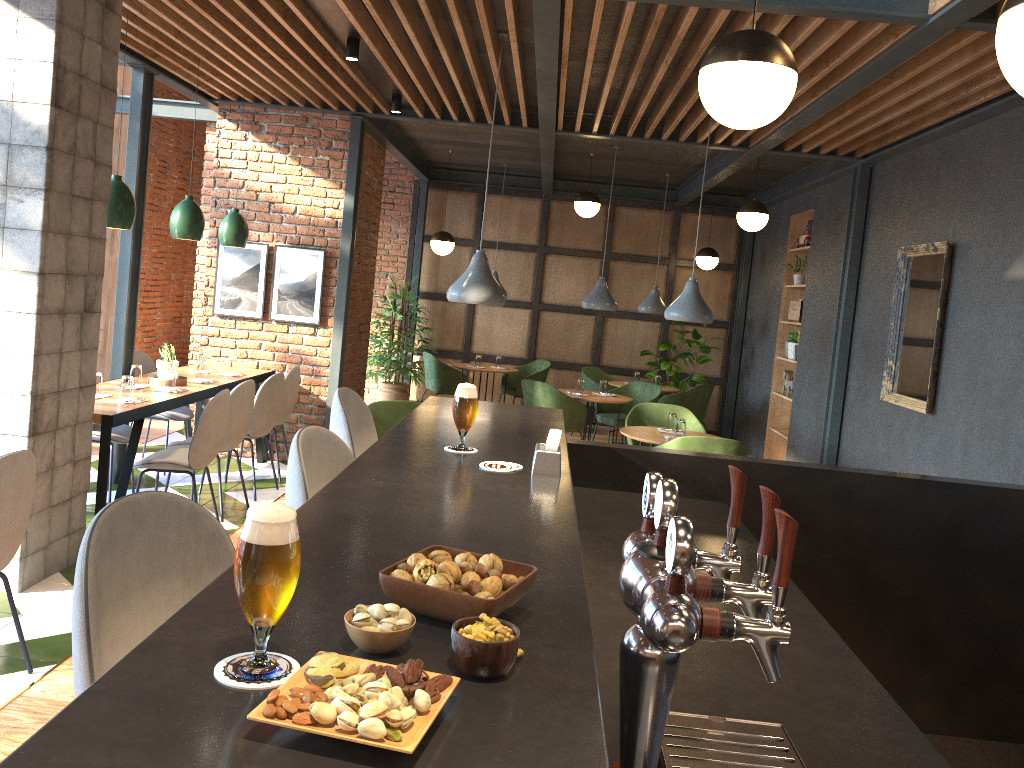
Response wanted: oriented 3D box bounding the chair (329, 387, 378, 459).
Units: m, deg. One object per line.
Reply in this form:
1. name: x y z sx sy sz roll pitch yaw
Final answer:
1. chair: -0.394 0.650 2.969 0.508 1.240 0.419 6 3 2

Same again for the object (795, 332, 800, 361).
1. object: 2.915 -0.400 8.880 0.144 0.349 0.144 7 4 19

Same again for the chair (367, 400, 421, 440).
1. chair: -0.676 0.550 5.715 0.638 0.816 0.517 3 5 -33

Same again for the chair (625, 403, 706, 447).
1. chair: 1.189 0.592 7.047 0.638 0.816 0.516 6 4 2

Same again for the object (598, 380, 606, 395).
1. object: 0.892 0.033 8.725 0.080 0.138 0.080 9 5 39

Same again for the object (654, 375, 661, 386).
1. object: 1.644 -0.028 10.013 0.080 0.138 0.080 6 4 9

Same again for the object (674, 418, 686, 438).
1. object: 1.196 0.316 6.288 0.080 0.138 0.080 3 5 -36

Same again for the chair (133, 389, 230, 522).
1. chair: -1.944 0.448 5.176 0.507 0.885 0.419 5 4 -2

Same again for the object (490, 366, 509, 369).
1. object: -0.138 -0.197 10.610 0.157 0.019 0.244 2 7 -32

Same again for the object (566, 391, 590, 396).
1. object: 0.627 0.091 8.556 0.157 0.019 0.244 2 7 -33

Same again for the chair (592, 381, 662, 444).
1. chair: 1.165 0.387 8.994 0.514 0.816 0.641 2 5 -38

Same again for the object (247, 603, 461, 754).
1. object: -0.136 0.300 0.934 0.164 0.052 0.292 7 6 10

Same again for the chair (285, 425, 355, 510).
1. chair: -0.323 0.743 2.139 0.508 1.240 0.419 6 4 8

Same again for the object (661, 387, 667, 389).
1. object: 1.638 0.041 9.985 0.242 0.019 0.158 0 8 -43

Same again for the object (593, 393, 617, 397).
1. object: 0.917 0.102 8.724 0.157 0.019 0.244 2 7 -33

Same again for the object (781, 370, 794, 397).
1. object: 2.894 -0.003 9.172 0.150 0.257 0.523 6 5 1

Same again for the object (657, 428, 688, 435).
1. object: 1.204 0.351 6.602 0.242 0.019 0.158 6 6 1

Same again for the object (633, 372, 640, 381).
1. object: 1.438 -0.069 10.212 0.080 0.138 0.080 4 4 -20

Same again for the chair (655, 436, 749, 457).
1. chair: 1.221 0.717 5.884 0.638 0.816 0.517 5 4 -3

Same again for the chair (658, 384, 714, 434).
1. chair: 1.896 0.373 9.808 0.517 0.816 0.638 9 5 38

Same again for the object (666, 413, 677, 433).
1. object: 1.189 0.286 6.575 0.080 0.138 0.080 3 5 -36

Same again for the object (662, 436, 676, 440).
1. object: 1.177 0.383 6.268 0.242 0.019 0.158 6 6 1

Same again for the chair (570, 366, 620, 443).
1. chair: 1.085 0.229 10.435 0.516 0.816 0.638 8 5 33

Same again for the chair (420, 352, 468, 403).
1. chair: -0.796 0.053 10.375 0.514 0.816 0.641 4 5 -23

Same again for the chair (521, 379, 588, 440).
1. chair: 0.366 0.377 8.344 0.514 0.816 0.641 2 6 -43

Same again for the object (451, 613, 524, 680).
1. object: -0.029 0.297 1.022 0.078 0.060 0.108 6 5 10

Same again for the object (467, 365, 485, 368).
1. object: -0.430 -0.208 10.447 0.157 0.019 0.244 2 7 -32

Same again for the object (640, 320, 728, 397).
1. object: 2.050 -0.200 10.745 1.058 1.790 0.723 6 4 12

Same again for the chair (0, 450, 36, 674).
1. chair: -2.015 0.651 3.161 0.508 0.885 0.419 6 4 8

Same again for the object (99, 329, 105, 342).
1. object: -4.439 -0.422 8.216 0.861 1.493 0.899 7 4 21

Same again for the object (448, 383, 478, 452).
1. object: -0.127 0.086 2.362 0.070 0.177 0.070 6 4 5

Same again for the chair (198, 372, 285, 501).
1. chair: -1.917 0.331 6.322 0.508 0.885 0.419 6 4 9

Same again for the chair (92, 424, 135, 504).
1. chair: -2.712 0.310 5.784 0.507 0.885 0.419 5 4 -2

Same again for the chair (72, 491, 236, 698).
1. chair: -0.424 0.814 1.361 0.508 1.240 0.419 6 4 13

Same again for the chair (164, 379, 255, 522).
1. chair: -1.962 0.386 5.750 0.508 0.885 0.419 6 4 8

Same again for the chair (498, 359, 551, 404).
1. chair: 0.142 0.100 10.796 0.514 0.816 0.641 4 5 -23

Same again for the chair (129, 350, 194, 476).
1. chair: -2.713 0.203 6.804 0.508 0.885 0.419 6 4 8

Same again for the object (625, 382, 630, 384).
1. object: 1.425 -0.007 10.241 0.242 0.019 0.158 0 8 -43

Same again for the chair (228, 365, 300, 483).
1. chair: -1.935 0.272 6.869 0.507 0.885 0.419 5 4 -2

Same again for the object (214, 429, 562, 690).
1. object: -0.086 0.204 1.648 0.322 0.106 1.514 6 6 5

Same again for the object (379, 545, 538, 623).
1. object: -0.070 0.269 1.189 0.168 0.072 0.168 8 6 22

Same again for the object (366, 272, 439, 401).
1. object: -1.386 -0.508 10.841 0.977 1.718 0.917 3 5 -33

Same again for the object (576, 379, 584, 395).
1. object: 0.660 0.028 8.555 0.080 0.138 0.080 9 5 39

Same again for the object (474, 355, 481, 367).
1. object: -0.398 -0.272 10.446 0.080 0.138 0.080 4 4 -19

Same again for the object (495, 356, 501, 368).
1. object: -0.162 -0.266 10.611 0.080 0.138 0.080 4 4 -19

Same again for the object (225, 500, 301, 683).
1. object: -0.264 0.217 0.951 0.070 0.182 0.070 7 4 22
